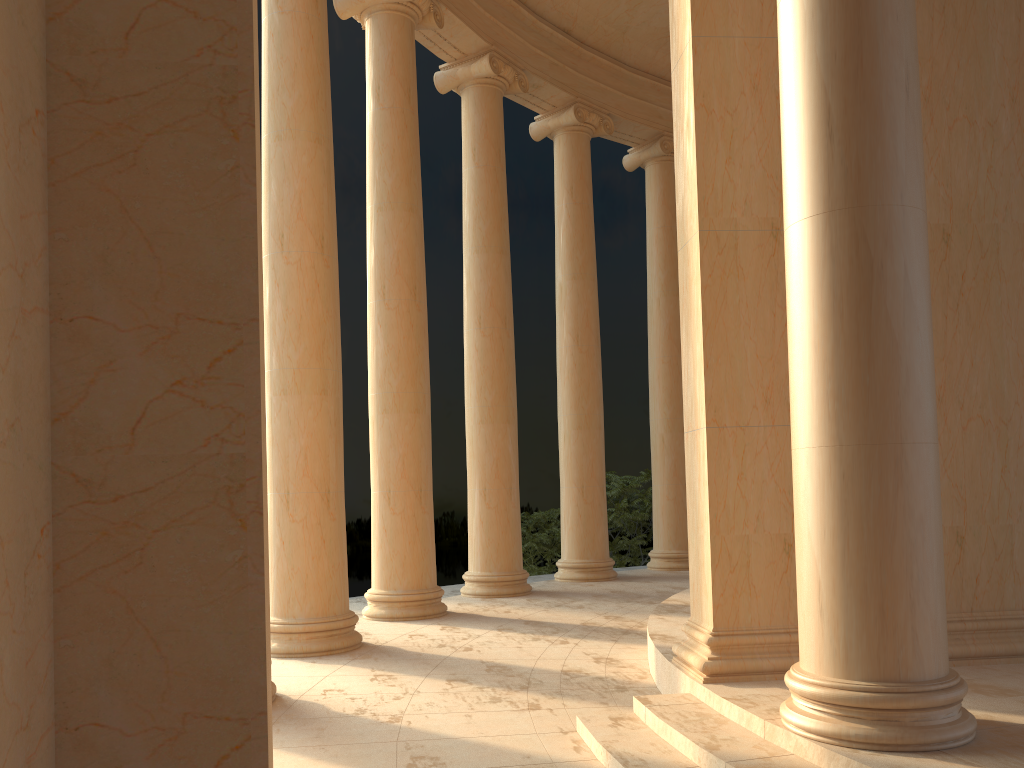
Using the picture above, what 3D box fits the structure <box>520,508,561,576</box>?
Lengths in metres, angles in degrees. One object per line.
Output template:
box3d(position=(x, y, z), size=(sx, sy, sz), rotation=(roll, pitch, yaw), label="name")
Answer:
box3d(position=(36.682, 308.625, 1518.229), size=(149.275, 187.725, 156.225), rotation=(-2, -4, 7), label="structure")

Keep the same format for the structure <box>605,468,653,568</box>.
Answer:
box3d(position=(224.059, 300.817, 1606.573), size=(247.120, 298.535, 238.605), rotation=(-2, -4, -2), label="structure")
